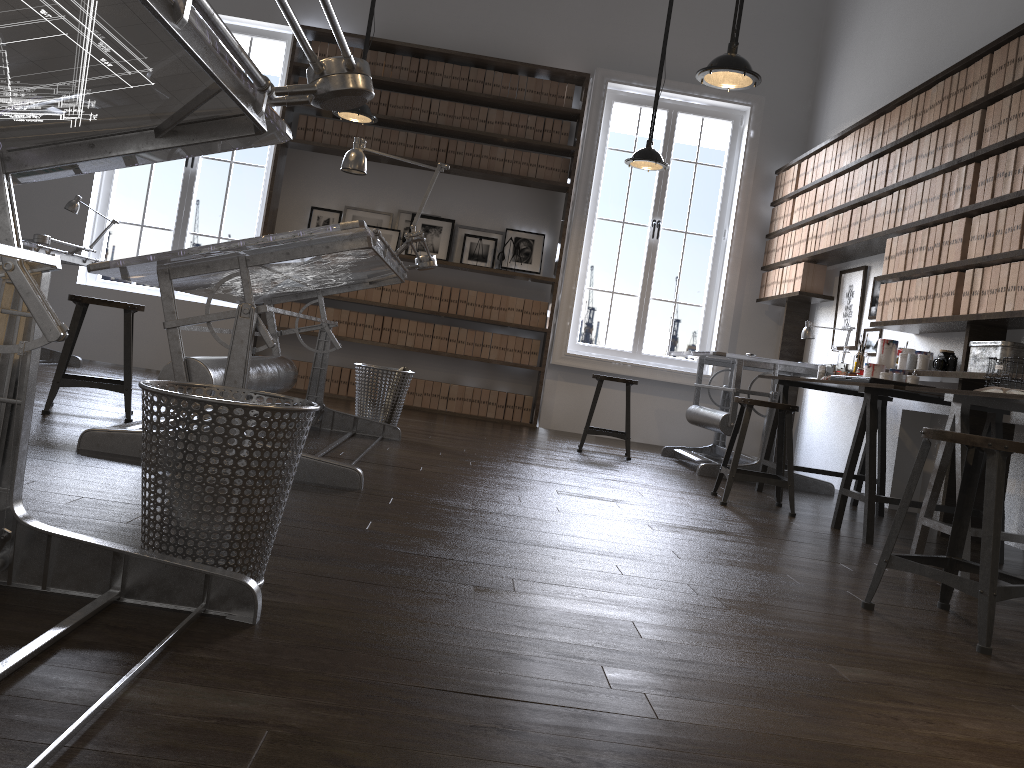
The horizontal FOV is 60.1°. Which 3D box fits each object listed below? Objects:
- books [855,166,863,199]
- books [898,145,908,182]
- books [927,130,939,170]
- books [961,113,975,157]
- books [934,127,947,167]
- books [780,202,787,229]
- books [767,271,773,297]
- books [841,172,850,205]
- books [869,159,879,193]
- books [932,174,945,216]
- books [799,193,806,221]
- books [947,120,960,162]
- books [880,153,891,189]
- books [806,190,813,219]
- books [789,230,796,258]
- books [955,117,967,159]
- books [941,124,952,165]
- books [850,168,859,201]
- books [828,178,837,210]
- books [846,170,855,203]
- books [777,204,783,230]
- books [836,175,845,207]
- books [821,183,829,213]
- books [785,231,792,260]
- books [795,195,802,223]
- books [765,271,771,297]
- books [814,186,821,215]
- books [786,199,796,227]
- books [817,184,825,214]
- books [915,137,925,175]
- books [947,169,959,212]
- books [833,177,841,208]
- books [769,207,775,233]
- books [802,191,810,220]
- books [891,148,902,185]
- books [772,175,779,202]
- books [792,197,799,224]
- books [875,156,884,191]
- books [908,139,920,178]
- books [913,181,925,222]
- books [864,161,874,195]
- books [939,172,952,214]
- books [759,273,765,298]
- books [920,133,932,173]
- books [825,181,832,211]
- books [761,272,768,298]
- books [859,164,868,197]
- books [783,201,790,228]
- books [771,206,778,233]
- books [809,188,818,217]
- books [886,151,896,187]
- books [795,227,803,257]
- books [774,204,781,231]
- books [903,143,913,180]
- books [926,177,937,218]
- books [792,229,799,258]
[{"bbox_3d":[2.331,-1.285,5.742,0.174,0.226,0.066,9,-1,-3],"label":"books"},{"bbox_3d":[2.361,-1.265,5.168,0.174,0.226,0.066,9,-1,-3],"label":"books"},{"bbox_3d":[2.373,-1.254,4.828,0.174,0.226,0.067,9,-1,-3],"label":"books"},{"bbox_3d":[2.391,-1.241,4.489,0.174,0.226,0.066,9,-1,-3],"label":"books"},{"bbox_3d":[2.380,-1.251,4.758,0.174,0.226,0.066,9,-1,-3],"label":"books"},{"bbox_3d":[2.262,-1.339,7.129,0.174,0.226,0.067,9,-1,-3],"label":"books"},{"bbox_3d":[2.179,-0.796,7.187,0.174,0.226,0.066,9,-1,-3],"label":"books"},{"bbox_3d":[2.319,-1.293,5.952,0.174,0.226,0.067,9,-1,-3],"label":"books"},{"bbox_3d":[2.342,-1.278,5.534,0.174,0.226,0.066,9,-1,-3],"label":"books"},{"bbox_3d":[2.337,-0.984,4.693,0.174,0.226,0.067,9,-1,-3],"label":"books"},{"bbox_3d":[2.281,-1.319,6.711,0.174,0.226,0.067,9,-1,-3],"label":"books"},{"bbox_3d":[2.382,-1.246,4.618,0.174,0.226,0.067,9,-1,-3],"label":"books"},{"bbox_3d":[2.346,-1.273,5.384,0.174,0.226,0.067,9,-1,-3],"label":"books"},{"bbox_3d":[2.294,-1.314,6.583,0.174,0.226,0.066,9,-1,-3],"label":"books"},{"bbox_3d":[2.238,-1.058,6.817,0.174,0.226,0.066,9,-1,-3],"label":"books"},{"bbox_3d":[2.390,-1.244,4.552,0.174,0.226,0.066,9,-1,-3],"label":"books"},{"bbox_3d":[2.386,-1.248,4.688,0.174,0.226,0.066,9,-1,-3],"label":"books"},{"bbox_3d":[2.332,-1.287,5.812,0.174,0.226,0.066,9,-1,-3],"label":"books"},{"bbox_3d":[2.308,-1.300,6.153,0.174,0.226,0.067,9,-1,-3],"label":"books"},{"bbox_3d":[2.326,-1.290,5.882,0.174,0.226,0.066,9,-1,-3],"label":"books"},{"bbox_3d":[2.264,-1.341,7.195,0.174,0.226,0.066,9,-1,-3],"label":"books"},{"bbox_3d":[2.317,-1.295,6.024,0.174,0.226,0.066,9,-1,-3],"label":"books"},{"bbox_3d":[2.307,-1.304,6.292,0.174,0.226,0.066,9,-1,-3],"label":"books"},{"bbox_3d":[2.232,-1.061,6.889,0.174,0.226,0.066,9,-1,-3],"label":"books"},{"bbox_3d":[2.278,-1.322,6.783,0.174,0.226,0.066,9,-1,-3],"label":"books"},{"bbox_3d":[2.178,-0.798,7.252,0.174,0.226,0.066,9,-1,-3],"label":"books"},{"bbox_3d":[2.301,-1.309,6.434,0.174,0.226,0.066,9,-1,-3],"label":"books"},{"bbox_3d":[2.275,-1.334,6.991,0.174,0.226,0.066,9,-1,-3],"label":"books"},{"bbox_3d":[2.300,-1.307,6.362,0.174,0.226,0.066,9,-1,-3],"label":"books"},{"bbox_3d":[2.370,-1.258,4.963,0.174,0.226,0.066,9,-1,-3],"label":"books"},{"bbox_3d":[2.350,-0.979,4.555,0.174,0.226,0.066,9,-1,-3],"label":"books"},{"bbox_3d":[2.316,-1.297,6.087,0.174,0.226,0.066,9,-1,-3],"label":"books"},{"bbox_3d":[2.254,-1.348,7.401,0.174,0.226,0.066,9,-1,-3],"label":"books"},{"bbox_3d":[2.288,-1.316,6.648,0.174,0.226,0.066,9,-1,-3],"label":"books"},{"bbox_3d":[2.354,-1.268,5.239,0.174,0.226,0.066,9,-1,-3],"label":"books"},{"bbox_3d":[2.291,-1.623,7.417,0.174,0.226,0.067,9,-1,-3],"label":"books"},{"bbox_3d":[2.278,-1.324,6.856,0.174,0.226,0.066,9,-1,-3],"label":"books"},{"bbox_3d":[2.348,-1.275,5.459,0.174,0.226,0.066,9,-1,-3],"label":"books"},{"bbox_3d":[2.362,-1.261,5.030,0.174,0.226,0.067,9,-1,-3],"label":"books"},{"bbox_3d":[2.329,-0.991,4.895,0.174,0.226,0.067,9,-1,-3],"label":"books"},{"bbox_3d":[2.335,-1.281,5.597,0.174,0.226,0.067,9,-1,-3],"label":"books"},{"bbox_3d":[2.346,-0.981,4.626,0.174,0.226,0.066,9,-1,-3],"label":"books"},{"bbox_3d":[2.171,-0.803,7.401,0.174,0.226,0.066,9,-1,-3],"label":"books"},{"bbox_3d":[2.372,-1.256,4.900,0.174,0.226,0.066,9,-1,-3],"label":"books"},{"bbox_3d":[2.311,-1.301,6.221,0.174,0.226,0.066,9,-1,-3],"label":"books"},{"bbox_3d":[2.169,-0.802,7.326,0.174,0.226,0.067,9,-1,-3],"label":"books"},{"bbox_3d":[2.331,-1.283,5.670,0.174,0.226,0.066,9,-1,-3],"label":"books"},{"bbox_3d":[2.271,-1.336,7.062,0.174,0.226,0.066,9,-1,-3],"label":"books"},{"bbox_3d":[2.254,-1.346,7.331,0.174,0.226,0.067,9,-1,-3],"label":"books"},{"bbox_3d":[2.292,-1.312,6.508,0.174,0.226,0.067,9,-1,-3],"label":"books"},{"bbox_3d":[2.355,-1.270,5.310,0.174,0.226,0.066,9,-1,-3],"label":"books"},{"bbox_3d":[2.247,-1.052,6.677,0.174,0.226,0.066,9,-1,-3],"label":"books"},{"bbox_3d":[2.259,-1.343,7.258,0.174,0.226,0.066,9,-1,-3],"label":"books"},{"bbox_3d":[2.365,-1.262,5.097,0.174,0.226,0.066,9,-1,-3],"label":"books"},{"bbox_3d":[2.339,-0.986,4.760,0.174,0.226,0.066,9,-1,-3],"label":"books"},{"bbox_3d":[2.246,-1.055,6.747,0.174,0.226,0.066,9,-1,-3],"label":"books"}]
